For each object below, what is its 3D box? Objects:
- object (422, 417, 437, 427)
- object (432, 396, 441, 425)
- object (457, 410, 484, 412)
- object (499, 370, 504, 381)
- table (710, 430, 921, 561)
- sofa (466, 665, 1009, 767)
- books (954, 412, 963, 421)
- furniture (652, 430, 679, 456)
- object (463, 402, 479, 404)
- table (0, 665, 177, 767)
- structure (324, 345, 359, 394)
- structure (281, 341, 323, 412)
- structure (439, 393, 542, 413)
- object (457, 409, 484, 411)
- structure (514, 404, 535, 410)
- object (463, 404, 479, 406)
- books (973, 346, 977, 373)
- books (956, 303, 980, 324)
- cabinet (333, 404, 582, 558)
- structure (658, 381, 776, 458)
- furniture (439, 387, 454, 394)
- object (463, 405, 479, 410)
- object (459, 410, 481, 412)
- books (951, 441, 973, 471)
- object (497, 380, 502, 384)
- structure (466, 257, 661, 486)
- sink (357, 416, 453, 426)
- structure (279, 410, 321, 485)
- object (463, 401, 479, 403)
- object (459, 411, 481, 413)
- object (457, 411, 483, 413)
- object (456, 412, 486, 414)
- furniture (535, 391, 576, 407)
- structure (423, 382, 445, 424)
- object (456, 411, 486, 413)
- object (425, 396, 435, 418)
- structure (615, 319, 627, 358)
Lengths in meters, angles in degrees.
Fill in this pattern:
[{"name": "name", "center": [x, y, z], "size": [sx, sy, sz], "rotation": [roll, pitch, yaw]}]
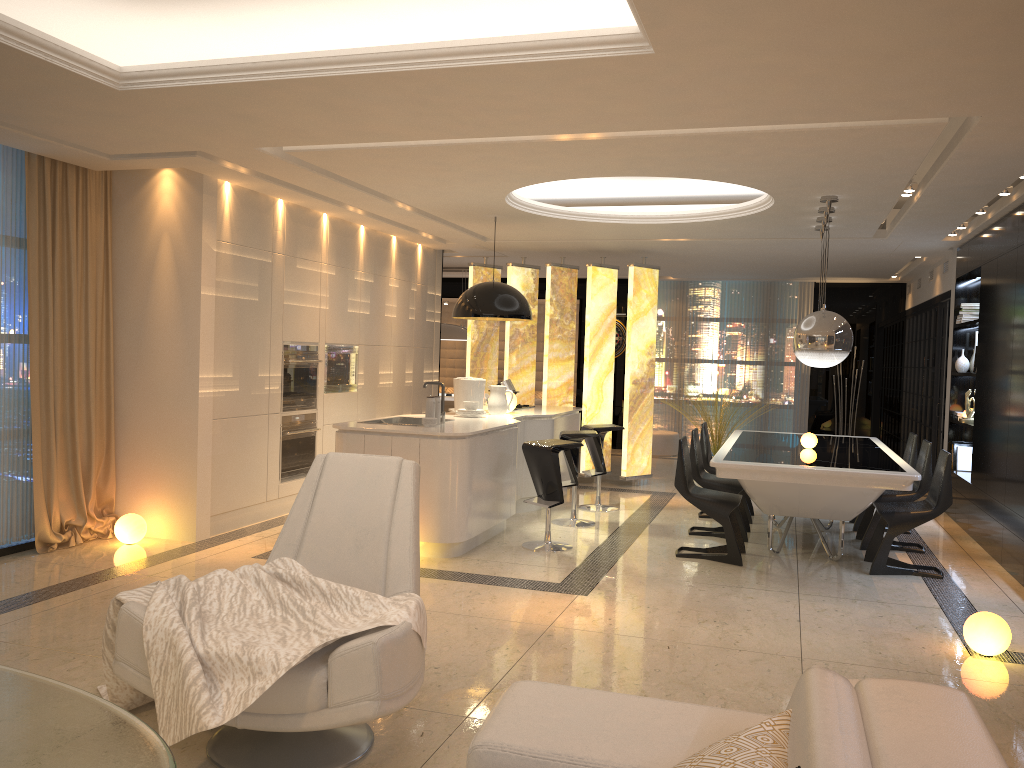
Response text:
[{"name": "object", "center": [-0.593, 0.275, 6.366], "size": [0.111, 0.062, 0.111], "rotation": [3, 2, 38]}, {"name": "object", "center": [-0.562, 0.191, 6.555], "size": [0.071, 0.219, 0.071], "rotation": [2, 2, -6]}, {"name": "object", "center": [-0.347, 0.233, 7.490], "size": [0.229, 0.016, 0.229], "rotation": [0, 3, -43]}, {"name": "object", "center": [-0.047, 0.111, 15.311], "size": [0.390, 0.718, 0.388], "rotation": [2, 2, 9]}, {"name": "table", "center": [2.348, 0.886, 7.094], "size": [1.293, 0.759, 3.031], "rotation": [2, 2, 17]}, {"name": "sofa", "center": [0.178, 1.009, 1.238], "size": [1.145, 0.754, 2.328], "rotation": [2, 2, 17]}, {"name": "books", "center": [4.404, 0.315, 8.566], "size": [0.209, 0.073, 0.266], "rotation": [3, 2, 21]}, {"name": "furniture", "center": [2.137, 0.876, 13.325], "size": [0.735, 0.357, 0.735], "rotation": [3, 2, 19]}, {"name": "object", "center": [-0.345, 0.181, 7.488], "size": [0.138, 0.051, 0.138], "rotation": [1, 2, -25]}, {"name": "table", "center": [-1.677, 1.004, 1.888], "size": [2.140, 0.565, 0.999], "rotation": [2, 2, 16]}, {"name": "structure", "center": [-1.824, -0.151, 8.476], "size": [0.446, 0.450, 0.659], "rotation": [2, 2, 17]}, {"name": "structure", "center": [-2.060, -0.077, 7.770], "size": [0.595, 0.597, 0.609], "rotation": [2, 2, 17]}, {"name": "structure", "center": [-1.111, 0.559, 12.718], "size": [2.912, 0.812, 1.659], "rotation": [2, 2, 17]}, {"name": "object", "center": [-0.347, 0.224, 7.489], "size": [0.229, 0.016, 0.229], "rotation": [0, 3, -43]}, {"name": "structure", "center": [-0.113, 0.225, 8.975], "size": [0.502, 0.026, 0.811], "rotation": [2, 2, 17]}, {"name": "object", "center": [-0.346, 0.198, 7.489], "size": [0.138, 0.051, 0.138], "rotation": [1, 2, -25]}, {"name": "books", "center": [4.235, -0.221, 7.913], "size": [0.207, 0.256, 0.245], "rotation": [2, 2, 16]}, {"name": "books", "center": [4.431, -0.676, 8.544], "size": [0.259, 0.188, 0.302], "rotation": [3, 2, 24]}, {"name": "cabinet", "center": [-0.281, 0.713, 7.833], "size": [1.046, 0.887, 3.752], "rotation": [2, 2, 17]}, {"name": "structure", "center": [2.914, 0.532, 12.646], "size": [1.275, 1.142, 1.282], "rotation": [1, 2, -26]}, {"name": "furniture", "center": [-1.270, 0.471, 15.378], "size": [1.312, 0.810, 1.107], "rotation": [2, 2, 17]}, {"name": "object", "center": [-0.346, 0.204, 7.489], "size": [0.138, 0.051, 0.138], "rotation": [1, 2, -25]}, {"name": "object", "center": [-0.347, 0.229, 7.490], "size": [0.229, 0.016, 0.229], "rotation": [0, 3, -43]}, {"name": "books", "center": [4.408, 0.706, 8.644], "size": [0.210, 0.270, 0.236], "rotation": [2, 2, 17]}, {"name": "object", "center": [-0.309, 0.190, 15.448], "size": [0.247, 0.522, 0.124], "rotation": [2, 2, 17]}, {"name": "structure", "center": [0.540, -0.172, 10.175], "size": [2.180, 2.555, 0.448], "rotation": [2, 2, 17]}, {"name": "sink", "center": [-0.798, 0.358, 6.786], "size": [0.485, 0.152, 0.738], "rotation": [2, 2, 17]}, {"name": "structure", "center": [-2.080, 0.532, 7.790], "size": [0.595, 0.597, 0.609], "rotation": [2, 2, 17]}, {"name": "object", "center": [-0.345, 0.175, 7.488], "size": [0.138, 0.051, 0.138], "rotation": [1, 2, -25]}, {"name": "object", "center": [-0.347, 0.238, 7.490], "size": [0.229, 0.016, 0.229], "rotation": [0, 3, -43]}, {"name": "object", "center": [-0.348, 0.242, 7.490], "size": [0.229, 0.016, 0.229], "rotation": [0, 3, -43]}, {"name": "object", "center": [-0.347, 0.255, 7.491], "size": [0.264, 0.033, 0.264], "rotation": [1, 2, -14]}, {"name": "furniture", "center": [0.549, 0.549, 14.812], "size": [1.312, 0.810, 1.107], "rotation": [2, 2, 17]}, {"name": "structure", "center": [-0.598, 0.140, 6.691], "size": [0.177, 0.310, 0.089], "rotation": [2, 2, 17]}, {"name": "object", "center": [-0.347, 0.249, 7.491], "size": [0.264, 0.033, 0.264], "rotation": [1, 2, -14]}, {"name": "object", "center": [-0.594, 0.194, 6.453], "size": [0.071, 0.219, 0.071], "rotation": [2, 2, 8]}, {"name": "structure", "center": [1.504, -0.715, 13.885], "size": [0.669, 0.669, 0.048], "rotation": [2, 2, 17]}]
